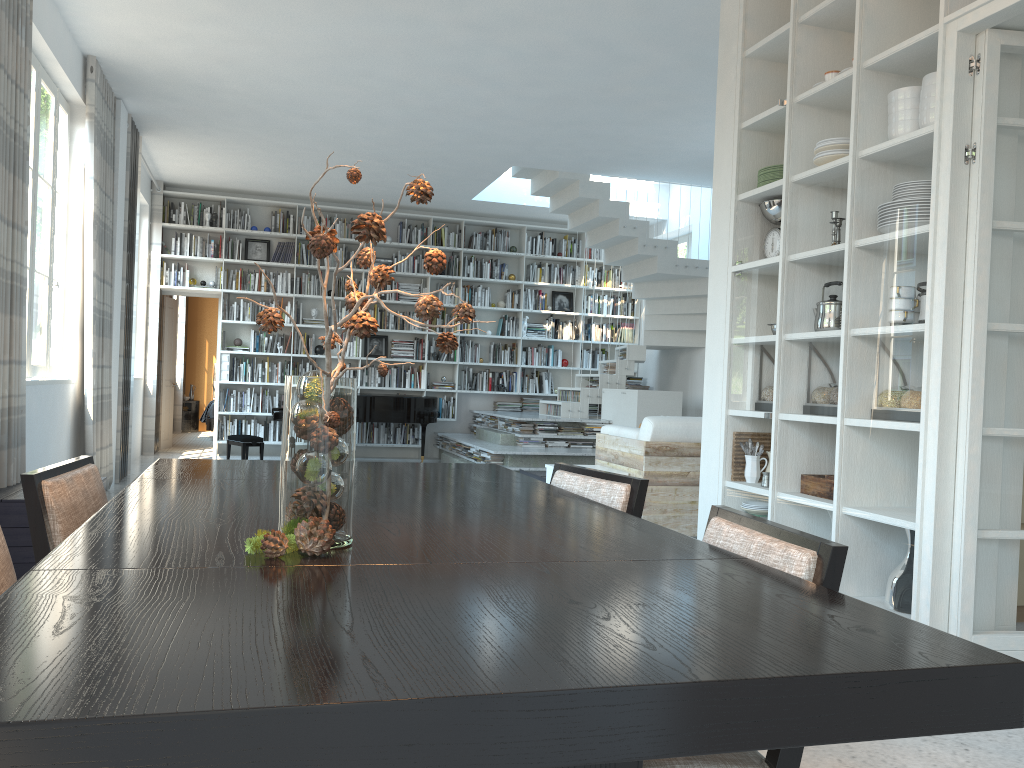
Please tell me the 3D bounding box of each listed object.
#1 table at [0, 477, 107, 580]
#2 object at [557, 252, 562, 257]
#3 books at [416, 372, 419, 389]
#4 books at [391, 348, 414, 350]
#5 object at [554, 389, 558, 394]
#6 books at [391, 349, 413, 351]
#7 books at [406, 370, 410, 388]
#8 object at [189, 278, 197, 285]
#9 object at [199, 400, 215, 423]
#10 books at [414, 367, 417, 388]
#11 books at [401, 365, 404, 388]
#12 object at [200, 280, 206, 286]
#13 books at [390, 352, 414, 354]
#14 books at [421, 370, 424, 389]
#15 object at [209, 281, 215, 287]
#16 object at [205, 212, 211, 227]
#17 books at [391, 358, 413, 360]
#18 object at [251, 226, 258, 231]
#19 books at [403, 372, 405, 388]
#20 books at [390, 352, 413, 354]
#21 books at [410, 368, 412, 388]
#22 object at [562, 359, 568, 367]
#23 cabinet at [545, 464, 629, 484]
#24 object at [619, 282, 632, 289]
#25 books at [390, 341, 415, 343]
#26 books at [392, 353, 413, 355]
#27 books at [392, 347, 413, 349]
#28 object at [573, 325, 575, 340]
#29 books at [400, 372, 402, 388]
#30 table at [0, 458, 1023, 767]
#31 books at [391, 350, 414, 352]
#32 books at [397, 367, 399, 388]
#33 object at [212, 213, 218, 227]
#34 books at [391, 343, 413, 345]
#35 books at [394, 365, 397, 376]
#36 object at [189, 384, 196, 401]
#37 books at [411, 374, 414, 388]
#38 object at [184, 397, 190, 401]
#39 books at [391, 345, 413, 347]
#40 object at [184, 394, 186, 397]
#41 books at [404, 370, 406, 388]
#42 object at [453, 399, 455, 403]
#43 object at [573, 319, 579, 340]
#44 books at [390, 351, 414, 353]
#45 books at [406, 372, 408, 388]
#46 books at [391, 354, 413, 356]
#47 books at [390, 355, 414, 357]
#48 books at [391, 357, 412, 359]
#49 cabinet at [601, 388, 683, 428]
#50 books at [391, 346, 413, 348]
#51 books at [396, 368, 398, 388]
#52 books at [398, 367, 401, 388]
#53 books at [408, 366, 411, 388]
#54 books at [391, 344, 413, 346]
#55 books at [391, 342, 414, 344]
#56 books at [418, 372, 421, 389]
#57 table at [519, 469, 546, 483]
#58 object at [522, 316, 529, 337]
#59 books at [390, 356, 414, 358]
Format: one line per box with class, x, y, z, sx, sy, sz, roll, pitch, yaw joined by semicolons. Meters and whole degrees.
table;-2.358;0.709;4.362;0.524;0.415;0.925;2;0;-16
object;0.644;-1.736;11.947;0.071;0.072;0.071;3;0;33
books;-1.234;-0.048;11.528;0.042;0.212;0.169;2;0;-16
books;-1.422;-0.454;11.475;0.285;0.012;0.159;2;0;-11
object;0.589;0.099;12.066;0.071;0.072;0.071;3;0;33
books;-1.423;-0.442;11.476;0.254;0.012;0.161;2;0;-21
books;-1.351;-0.064;11.499;0.023;0.234;0.174;2;0;-16
object;-3.849;-1.234;10.697;0.086;0.088;0.087;3;0;33
object;-4.173;0.370;14.145;1.481;0.540;1.450;2;0;-17
books;-1.269;-0.079;11.529;0.026;0.272;0.175;2;0;-16
books;-1.427;-0.098;11.480;0.012;0.296;0.177;2;1;-16
object;-3.752;-1.222;10.776;0.071;0.072;0.071;2;0;-38
books;-1.427;-0.406;11.485;0.285;0.012;0.159;2;0;-15
books;-1.175;-0.062;11.541;0.033;0.246;0.176;2;0;-16
object;-3.645;-1.218;10.786;0.071;0.072;0.071;2;0;-38
object;-3.655;-1.967;10.653;0.067;0.198;0.067;3;1;26
books;-1.429;-0.322;11.479;0.254;0.012;0.161;2;0;-20
object;-3.172;-1.901;10.909;0.082;0.083;0.082;2;0;-38
books;-1.410;-0.052;11.483;0.024;0.207;0.183;2;0;-16
books;-1.428;-0.394;11.487;0.285;0.012;0.159;2;0;-16
books;-1.324;-0.073;11.526;0.014;0.256;0.145;2;1;-16
object;0.712;-0.284;12.069;0.115;0.116;0.115;2;0;-38
cabinet;0.460;0.784;5.685;0.380;0.487;0.502;2;0;-16
object;1.569;-1.363;12.183;0.203;0.137;0.095;2;0;0
books;-1.419;-0.539;11.474;0.285;0.012;0.159;2;0;-21
books;-1.426;-0.383;11.476;0.254;0.012;0.161;2;0;-21
books;-1.423;-0.466;11.480;0.254;0.012;0.161;2;0;-13
object;0.830;-0.695;12.116;0.022;0.211;0.179;2;0;-16
books;-1.447;-0.052;11.485;0.021;0.203;0.128;2;0;-16
table;-0.289;0.633;1.859;1.086;0.736;2.198;2;0;-16
books;-1.423;-0.430;11.475;0.285;0.012;0.159;2;0;-11
books;-1.485;-0.083;11.466;0.010;0.261;0.181;2;0;-16
object;-3.578;-1.963;10.675;0.067;0.198;0.067;3;1;26
books;-1.421;-0.515;11.477;0.254;0.012;0.161;2;0;-20
books;-1.512;-0.096;11.476;0.014;0.286;0.134;2;1;-16
object;-5.339;0.141;14.786;0.091;0.268;0.091;3;1;30
books;-1.301;-0.036;11.508;0.023;0.183;0.169;2;0;-16
object;-5.390;0.242;14.670;0.118;0.061;0.118;2;0;-9
books;-1.422;-0.490;11.477;0.254;0.012;0.161;2;0;-20
object;-5.481;0.217;14.763;0.106;0.103;0.106;2;0;-9
books;-1.394;-0.066;11.498;0.014;0.235;0.154;2;0;-16
object;-0.759;0.322;11.605;0.011;0.260;0.142;2;1;-16
object;0.869;-0.730;11.982;0.087;0.288;0.075;3;1;19
books;-1.426;-0.418;11.482;0.285;0.012;0.159;2;0;-14
books;-1.374;-0.049;11.492;0.023;0.204;0.167;2;0;-16
books;-1.426;-0.370;11.476;0.285;0.012;0.159;2;0;-11
books;-1.429;-0.359;11.485;0.285;0.012;0.159;2;0;-17
books;-1.430;-0.334;11.483;0.254;0.012;0.161;2;0;-14
cabinet;1.407;0.400;9.868;0.551;0.668;0.992;2;0;-16
books;-1.423;-0.478;11.479;0.254;0.012;0.161;2;0;-19
books;-1.499;-0.078;11.473;0.011;0.251;0.158;2;0;-16
books;-1.465;-0.083;11.464;0.028;0.264;0.161;2;1;-16
books;-1.335;-0.093;11.515;0.014;0.294;0.137;2;1;-16
books;-1.422;-0.503;11.479;0.254;0.012;0.161;2;0;-19
books;-1.421;-0.527;11.481;0.285;0.012;0.159;2;0;-14
books;-1.209;-0.049;11.537;0.011;0.216;0.166;2;0;-16
table;0.848;0.943;7.927;1.270;0.218;1.257;2;0;-16
object;0.172;-0.759;11.761;0.087;0.288;0.075;3;1;19
books;-1.427;-0.346;11.476;0.285;0.012;0.159;2;0;-21
